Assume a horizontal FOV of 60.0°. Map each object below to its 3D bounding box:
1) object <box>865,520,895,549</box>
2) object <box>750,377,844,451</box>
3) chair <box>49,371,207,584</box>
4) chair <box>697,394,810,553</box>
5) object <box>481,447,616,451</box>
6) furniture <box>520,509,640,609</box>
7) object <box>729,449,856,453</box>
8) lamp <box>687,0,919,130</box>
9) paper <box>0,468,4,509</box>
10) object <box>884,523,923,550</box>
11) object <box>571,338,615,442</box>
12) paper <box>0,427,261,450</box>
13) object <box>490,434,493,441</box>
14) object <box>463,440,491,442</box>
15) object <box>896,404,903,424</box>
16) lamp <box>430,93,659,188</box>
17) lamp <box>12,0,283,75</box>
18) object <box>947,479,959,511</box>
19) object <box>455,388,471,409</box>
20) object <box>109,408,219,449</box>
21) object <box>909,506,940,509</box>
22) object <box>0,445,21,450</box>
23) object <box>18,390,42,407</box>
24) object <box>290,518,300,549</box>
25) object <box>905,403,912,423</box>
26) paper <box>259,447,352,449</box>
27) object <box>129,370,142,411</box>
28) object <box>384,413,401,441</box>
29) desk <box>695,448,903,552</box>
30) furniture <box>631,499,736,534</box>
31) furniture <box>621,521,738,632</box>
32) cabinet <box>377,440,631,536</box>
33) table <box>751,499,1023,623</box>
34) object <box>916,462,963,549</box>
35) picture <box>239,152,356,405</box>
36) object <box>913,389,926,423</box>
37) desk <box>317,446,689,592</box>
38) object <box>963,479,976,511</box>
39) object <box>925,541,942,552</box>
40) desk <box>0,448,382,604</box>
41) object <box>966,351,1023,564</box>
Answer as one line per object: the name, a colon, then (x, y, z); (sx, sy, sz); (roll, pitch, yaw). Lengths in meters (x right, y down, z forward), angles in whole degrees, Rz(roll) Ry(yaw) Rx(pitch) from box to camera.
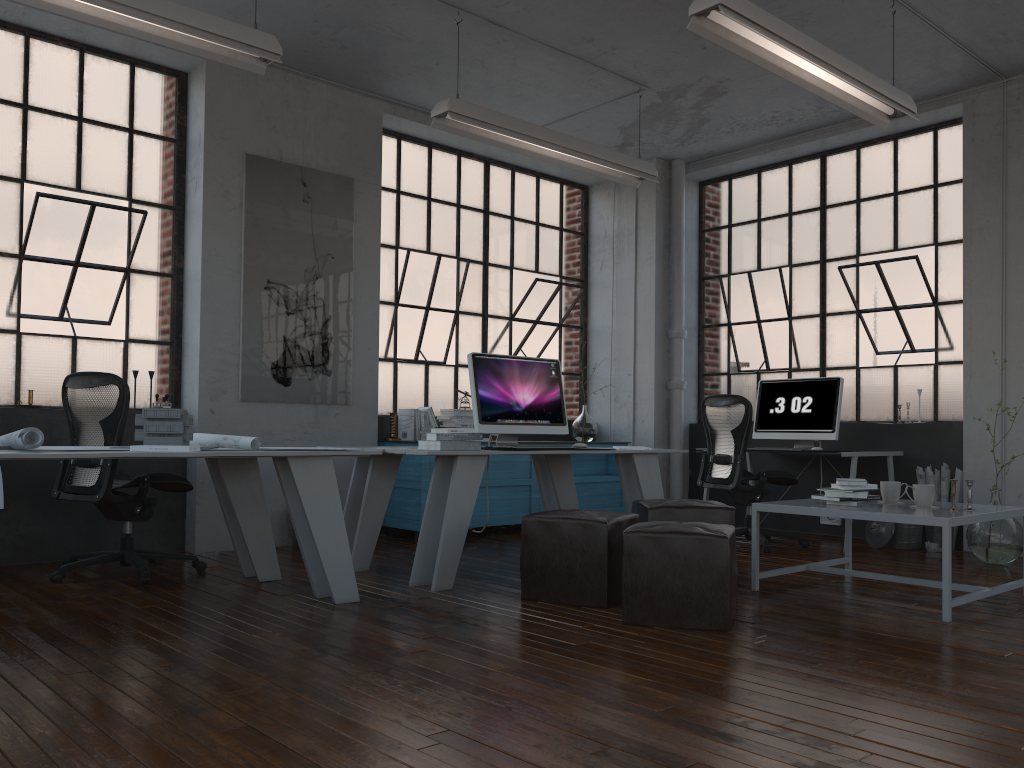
object: (2.606, 1.030, 6.302); (0.107, 0.280, 0.293); (1, -2, -17)
object: (2.127, 0.228, 6.752); (0.377, 0.552, 0.714); (2, -3, -40)
chair: (-2.124, 0.491, 4.844); (0.770, 1.085, 0.793); (0, -2, 17)
chair: (1.698, 0.625, 6.439); (0.793, 1.085, 0.771); (2, -3, -38)
object: (0.091, 0.385, 5.261); (0.848, 0.008, 0.687); (3, -4, -40)
furniture: (0.337, 0.833, 4.297); (0.480, 0.439, 0.480); (-1, -3, 27)
object: (2.121, 0.511, 6.744); (0.687, 0.008, 0.848); (3, -4, -40)
lamp: (1.518, -1.818, 4.406); (1.878, 0.628, 0.202); (3, -3, -42)
paper: (-1.989, 0.320, 2.963); (0.440, 0.183, 0.434); (3, -4, -43)
object: (2.796, 1.024, 6.360); (0.290, 0.293, 0.291); (0, -2, 6)
object: (0.737, 0.045, 7.847); (0.434, 0.939, 0.232); (0, -2, 30)
paper: (-1.769, 0.256, 4.067); (1.075, 0.105, 0.976); (3, -4, -42)
object: (-0.167, 0.419, 7.138); (0.088, 0.084, 0.088); (3, -3, -37)
object: (-0.320, 0.436, 6.840); (0.253, 0.014, 0.187); (4, -4, -42)
object: (2.962, 0.226, 6.774); (0.055, 0.153, 0.055); (0, -2, 8)
lamp: (0.281, -1.556, 5.699); (1.878, 0.205, 0.202); (3, -4, -42)
lamp: (-1.870, -1.912, 3.780); (1.878, 0.628, 0.202); (3, -3, -42)
object: (2.091, 0.526, 4.199); (0.052, 0.148, 0.053); (1, -2, -1)
object: (-0.366, 0.114, 7.065); (0.177, 0.161, 0.093); (0, -2, 16)
object: (-1.602, 0.208, 4.128); (0.416, 0.182, 0.389); (1, -3, -11)
object: (2.034, 0.606, 4.368); (0.137, 0.003, 0.137); (2, -3, -21)
object: (-2.307, 0.104, 3.415); (0.434, 0.305, 0.737); (1, -3, 3)
object: (-2.830, 0.085, 5.211); (0.124, 0.100, 0.124); (2, -3, -19)
object: (-1.361, 0.948, 6.015); (0.292, 0.307, 0.293); (1, -2, -13)
object: (3.023, 0.222, 6.765); (0.066, 0.160, 0.066); (1, -2, -10)
paper: (-1.003, 0.308, 4.258); (0.429, 0.001, 0.485); (3, -4, -31)
object: (-2.390, 0.044, 5.621); (0.085, 0.259, 0.085); (0, -2, 12)
object: (-0.901, 0.312, 6.707); (0.132, 0.236, 0.132); (0, -2, 14)
desk: (2.173, 0.849, 6.783); (0.933, 0.688, 1.227); (3, -4, -42)
furniture: (0.919, 0.859, 4.820); (0.503, 0.460, 0.504); (1, -2, -3)
furniture: (0.729, 0.816, 3.824); (0.471, 0.430, 0.471); (0, -3, 17)
cabinet: (-0.010, 0.834, 7.236); (2.264, 0.732, 0.627); (3, -3, -42)
table: (1.915, 0.836, 4.487); (0.992, 0.444, 0.973); (3, -4, -42)
object: (3.085, 0.865, 6.353); (0.293, 0.627, 0.274); (1, -2, 0)
picture: (-1.466, -0.691, 6.133); (0.853, 1.649, 0.025); (2, -2, -42)
object: (3.080, 0.168, 6.699); (0.084, 0.256, 0.084); (1, -2, -19)
desk: (0.000, 0.740, 5.392); (2.078, 0.703, 1.075); (3, -4, -42)
object: (2.194, 0.529, 4.249); (0.055, 0.153, 0.055); (0, -2, 25)
object: (2.925, 1.139, 6.156); (0.125, 0.107, 0.096); (1, -2, 0)
desk: (-1.729, 0.631, 3.846); (2.058, 0.697, 1.065); (3, -4, -42)
object: (3.052, 0.444, 5.428); (0.330, 1.338, 0.619); (1, -2, -5)
